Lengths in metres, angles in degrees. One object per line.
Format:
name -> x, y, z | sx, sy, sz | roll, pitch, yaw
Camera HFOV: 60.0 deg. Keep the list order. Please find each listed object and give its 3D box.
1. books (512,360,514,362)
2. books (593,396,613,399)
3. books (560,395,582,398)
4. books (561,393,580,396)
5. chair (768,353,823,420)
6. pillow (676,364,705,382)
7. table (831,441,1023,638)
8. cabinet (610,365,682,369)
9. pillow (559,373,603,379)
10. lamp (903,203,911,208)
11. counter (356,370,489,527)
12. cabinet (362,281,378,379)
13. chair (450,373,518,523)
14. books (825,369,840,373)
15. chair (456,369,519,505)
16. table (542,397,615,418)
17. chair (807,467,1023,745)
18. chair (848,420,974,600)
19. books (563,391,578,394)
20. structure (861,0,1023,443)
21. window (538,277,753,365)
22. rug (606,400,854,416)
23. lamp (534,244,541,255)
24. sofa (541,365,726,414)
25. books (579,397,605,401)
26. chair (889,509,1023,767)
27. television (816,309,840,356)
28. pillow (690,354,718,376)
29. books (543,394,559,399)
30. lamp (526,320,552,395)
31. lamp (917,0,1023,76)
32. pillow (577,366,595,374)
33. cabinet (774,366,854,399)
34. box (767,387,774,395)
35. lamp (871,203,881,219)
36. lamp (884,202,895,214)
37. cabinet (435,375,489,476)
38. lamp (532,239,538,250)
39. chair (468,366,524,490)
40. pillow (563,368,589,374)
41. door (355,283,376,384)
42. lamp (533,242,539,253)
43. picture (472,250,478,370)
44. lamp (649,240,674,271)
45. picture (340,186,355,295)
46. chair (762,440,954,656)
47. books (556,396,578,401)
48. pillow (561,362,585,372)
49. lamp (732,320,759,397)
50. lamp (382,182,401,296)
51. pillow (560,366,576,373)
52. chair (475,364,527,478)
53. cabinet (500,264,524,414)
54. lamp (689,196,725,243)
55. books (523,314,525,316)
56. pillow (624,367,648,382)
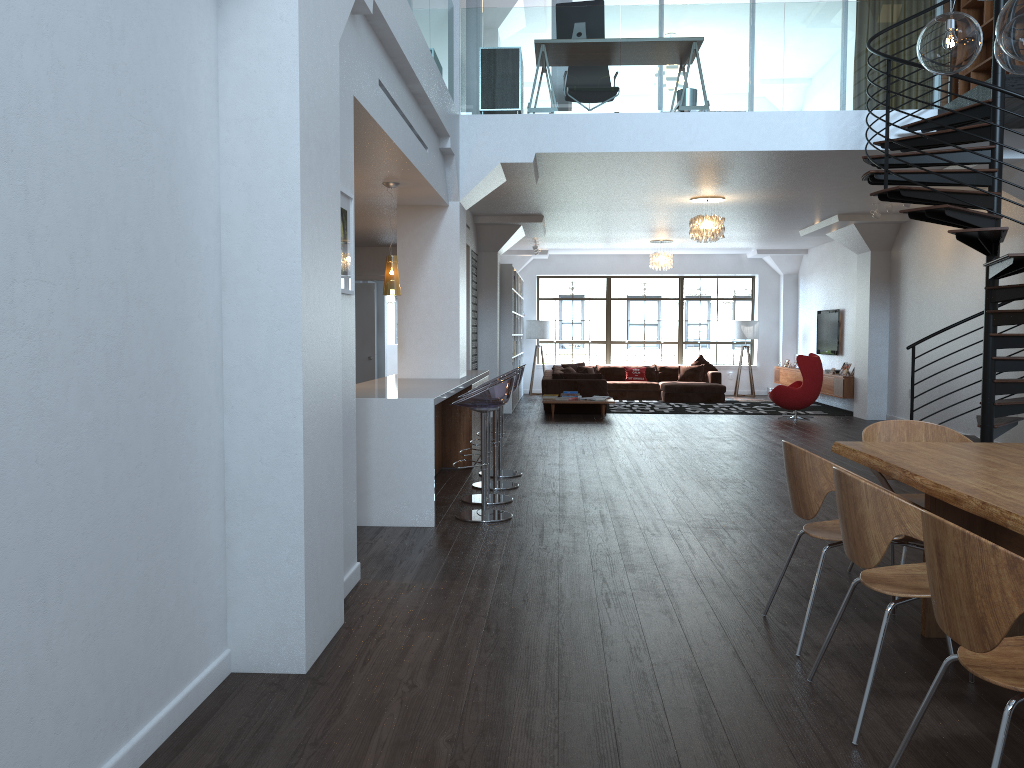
books -> -0.090, -0.378, 14.569 | 0.223, 0.027, 0.161 | 1, 3, 12
books -> 1.420, 0.209, 14.091 | 0.256, 0.035, 0.350 | 2, 4, 28
books -> 0.938, 0.202, 14.185 | 0.312, 0.037, 0.216 | 0, 3, -7
books -> 0.934, 0.166, 14.187 | 0.279, 0.035, 0.191 | 1, 3, 13
chair -> 4.390, 0.023, 13.715 | 0.801, 1.006, 0.798 | 2, 4, 28
pillow -> 3.580, -0.218, 17.774 | 0.542, 0.362, 0.248 | 2, 4, 24
table -> 1.994, 0.773, 2.580 | 1.012, 0.750, 3.803 | 0, 3, 3
cabinet -> 2.859, -0.079, 18.839 | 1.520, 0.625, 0.350 | 0, 3, 3
pillow -> 1.149, -0.012, 14.669 | 0.750, 0.364, 0.289 | 0, 3, 2
lamp -> 4.675, -2.189, 10.492 | 0.120, 0.211, 0.111 | -1, 3, -23
counter -> -0.018, 0.491, 6.537 | 3.039, 0.860, 8.182 | -1, 4, -26
cabinet -> -2.650, -1.000, 13.959 | 0.527, 2.991, 2.630 | 0, 3, 3
chair -> -0.197, 0.428, 6.220 | 0.481, 1.014, 0.530 | 0, 3, 5
books -> 5.636, -0.218, 15.439 | 0.250, 0.053, 0.400 | 0, 3, 3
chair -> -0.191, 0.393, 6.852 | 0.481, 1.014, 0.530 | 0, 3, 1
table -> 1.034, 0.372, 13.909 | 1.100, 0.271, 0.853 | 0, 3, 3
chair -> 1.393, 0.706, 3.004 | 0.618, 0.833, 0.629 | 0, 3, 3
chair -> 2.095, 0.624, 4.498 | 0.629, 0.833, 0.618 | 0, 3, -2
books -> 0.938, 0.135, 14.183 | 0.224, 0.027, 0.157 | 1, 3, 8
structure -> 3.868, -1.283, 7.120 | 1.998, 4.352, 1.998 | -2, 4, -36
window -> 2.889, -1.370, 19.311 | 4.648, 1.905, 0.114 | 0, 3, 3
rug -> 3.641, 0.404, 15.804 | 4.200, 0.007, 3.100 | 0, 3, 5
lamp -> 0.474, -2.561, 16.936 | 0.120, 0.211, 0.111 | -1, 3, -23
sofa -> 2.316, 0.039, 16.366 | 3.481, 0.664, 4.197 | 0, 3, 3
books -> 1.247, 0.226, 13.757 | 0.342, 0.040, 0.231 | 3, 4, 43
chair -> 1.352, 0.749, 2.243 | 0.618, 0.833, 0.629 | 0, 3, 3
television -> 5.752, -0.941, 16.168 | 0.013, 0.816, 1.324 | 0, 3, 3
pillow -> 3.795, -0.309, 17.923 | 0.651, 0.587, 0.335 | -1, 3, -18
books -> 0.618, 0.200, 14.142 | 0.241, 0.045, 0.334 | 0, 3, 5
lamp -> 0.572, -0.563, 18.869 | 0.545, 1.579, 0.545 | 0, 3, -8
lamp -> 2.013, -2.091, 2.736 | 0.849, 2.140, 1.787 | 0, 3, 2
pillow -> 1.489, -0.209, 17.866 | 0.489, 0.337, 0.238 | -2, 4, -27
cabinet -> 5.595, -0.068, 16.291 | 0.459, 0.350, 4.501 | 0, 3, 3
box -> 5.538, 0.165, 18.698 | 0.228, 0.165, 0.368 | 0, 3, 3
lamp -> 4.731, -2.246, 11.513 | 0.111, 0.211, 0.120 | 3, 4, 37
lamp -> 4.704, -2.218, 11.009 | 0.120, 0.211, 0.111 | -2, 4, -38
cabinet -> -0.844, 0.417, 8.207 | 0.898, 0.796, 4.493 | 0, 3, 3
lamp -> 0.418, -2.503, 15.914 | 0.111, 0.211, 0.120 | 3, 4, 37
chair -> -0.140, 0.357, 7.486 | 0.481, 1.014, 0.530 | 0, 3, 1
pillow -> 1.125, -0.069, 14.934 | 0.269, 0.411, 0.559 | -3, 4, -41
door -> -2.461, -0.494, 13.323 | 0.826, 2.032, 0.174 | 0, 3, 3
lamp -> 0.446, -2.532, 16.419 | 0.120, 0.211, 0.111 | -2, 4, -38
picture -> -0.545, -0.740, 13.028 | 0.021, 2.380, 0.800 | 0, 3, 3
lamp -> 2.732, -2.345, 16.230 | 0.442, 0.539, 0.441 | -3, 5, -44
picture -> -0.817, -0.685, 4.221 | 0.018, 0.500, 0.500 | 0, 3, 3
chair -> 1.452, 0.663, 3.781 | 0.618, 0.833, 0.629 | 0, 3, 1
books -> 0.846, 0.225, 13.788 | 0.236, 0.035, 0.340 | 2, 4, 28
pillow -> 1.303, -0.233, 17.971 | 0.580, 0.418, 0.334 | -1, 4, -24
lamp -> 4.873, -0.535, 18.535 | 0.545, 1.579, 0.545 | 1, 3, 14
lamp -> -0.067, -1.677, 8.160 | 0.149, 1.807, 2.842 | 3, 4, 42
pillow -> 1.095, -0.127, 16.365 | 0.325, 0.391, 0.625 | 1, 3, 19
chair -> -0.106, 0.322, 8.114 | 0.481, 1.014, 0.530 | 0, 3, 5
cabinet -> -0.106, -0.852, 16.553 | 0.461, 2.414, 4.500 | 0, 3, 3
lamp -> 2.461, -2.061, 11.185 | 0.442, 0.539, 0.441 | -3, 5, -44
books -> 0.092, -1.439, 18.534 | 0.284, 0.035, 0.197 | 2, 4, 33
pillow -> 2.505, -0.196, 17.953 | 0.465, 0.308, 0.220 | 0, 3, -1
